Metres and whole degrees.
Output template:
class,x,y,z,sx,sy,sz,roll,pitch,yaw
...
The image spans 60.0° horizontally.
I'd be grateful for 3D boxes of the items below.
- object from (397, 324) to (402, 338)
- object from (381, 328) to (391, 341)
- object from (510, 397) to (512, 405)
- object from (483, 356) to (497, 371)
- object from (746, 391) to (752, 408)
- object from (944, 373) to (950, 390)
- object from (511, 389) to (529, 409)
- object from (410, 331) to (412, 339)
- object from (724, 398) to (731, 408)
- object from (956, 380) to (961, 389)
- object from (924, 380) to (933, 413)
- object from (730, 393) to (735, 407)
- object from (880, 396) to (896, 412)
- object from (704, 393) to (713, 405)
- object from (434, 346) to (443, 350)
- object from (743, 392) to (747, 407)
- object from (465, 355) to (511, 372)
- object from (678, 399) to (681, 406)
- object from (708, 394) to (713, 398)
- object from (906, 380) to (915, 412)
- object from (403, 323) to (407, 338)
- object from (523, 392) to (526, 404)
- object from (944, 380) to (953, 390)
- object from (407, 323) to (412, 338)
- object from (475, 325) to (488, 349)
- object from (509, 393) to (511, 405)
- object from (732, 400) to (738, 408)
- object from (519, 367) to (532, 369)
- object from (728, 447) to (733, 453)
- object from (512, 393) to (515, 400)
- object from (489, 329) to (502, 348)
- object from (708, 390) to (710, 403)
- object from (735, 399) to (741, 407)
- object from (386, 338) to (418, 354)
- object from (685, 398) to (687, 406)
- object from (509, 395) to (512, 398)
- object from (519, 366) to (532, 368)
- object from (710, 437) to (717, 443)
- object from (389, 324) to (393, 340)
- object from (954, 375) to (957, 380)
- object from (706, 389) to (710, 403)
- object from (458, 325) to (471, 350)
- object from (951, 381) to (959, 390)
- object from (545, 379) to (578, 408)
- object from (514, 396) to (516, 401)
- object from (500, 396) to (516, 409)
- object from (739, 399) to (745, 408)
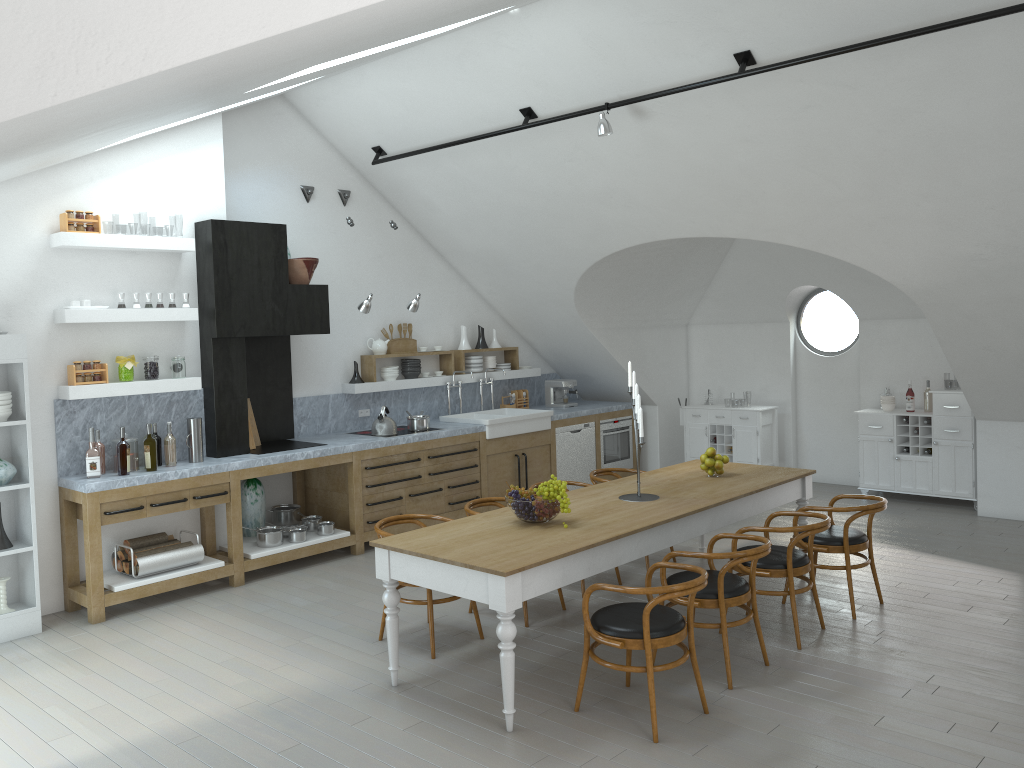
class,x,y,z,sx,sy,sz,roll,pitch,yaw
object,-1.144,-0.475,9.141,0.040,0.299,0.061,0,3,41
object,-1.248,-0.447,9.026,0.199,0.258,0.016,-4,3,-37
object,-0.005,0.215,10.189,0.019,0.178,0.044,-2,2,8
object,-0.248,-0.234,9.999,0.158,0.160,0.154,-3,3,-19
object,2.738,0.179,10.251,0.063,0.187,0.063,-1,3,28
object,4.359,-0.025,8.880,0.048,0.169,0.048,-2,2,-14
object,0.094,0.180,10.367,0.104,0.222,0.200,0,4,43
object,-1.053,-0.484,9.240,0.030,0.294,0.057,0,3,43
object,2.508,0.223,10.318,0.082,0.105,0.082,-4,3,-34
object,4.487,0.006,8.879,0.071,0.098,0.071,-4,3,-39
object,4.244,0.128,9.035,0.085,0.330,0.085,-2,2,2
object,2.579,0.186,10.355,0.048,0.169,0.048,-1,3,31
object,3.943,0.207,9.295,0.158,0.160,0.154,-3,3,-19
object,2.384,0.186,10.753,0.101,0.137,0.067,1,3,43
object,-0.789,-0.379,9.486,0.098,0.048,0.098,1,4,40
object,2.718,0.180,10.311,0.054,0.179,0.054,-1,2,20
object,-0.266,-0.232,10.015,0.198,0.196,0.657,1,4,42
object,2.055,0.300,10.734,0.088,0.268,0.029,-1,2,16
object,2.389,0.166,10.757,0.029,0.136,0.097,-4,3,-44
object,4.116,0.125,9.163,0.081,0.329,0.081,0,3,39
object,-1.107,-0.477,9.152,0.019,0.299,0.057,0,3,43
object,0.146,0.186,10.366,0.040,0.192,0.042,-2,2,3
object,4.336,0.013,8.803,0.082,0.105,0.082,-2,3,-9
object,-1.065,-0.481,9.201,0.039,0.297,0.068,0,3,43
object,-0.344,-0.530,9.954,0.156,0.268,0.156,-4,3,-43
object,-0.016,0.205,10.205,0.019,0.196,0.022,-1,2,31
object,2.590,0.232,10.292,0.077,0.085,0.077,0,3,31
object,0.134,-0.184,10.461,0.213,0.025,0.213,0,4,30
object,2.598,0.760,10.315,0.082,0.083,0.317,1,4,43
object,0.020,0.201,10.199,0.040,0.192,0.042,-2,2,-10
object,-0.197,-0.521,10.126,0.156,0.218,0.156,-1,3,24
object,2.392,0.154,10.730,0.024,0.164,0.039,-3,3,-34
object,2.656,0.222,10.356,0.094,0.093,0.093,0,3,31
object,-1.135,-0.396,9.136,0.084,0.157,0.354,0,4,43
object,2.095,0.301,10.696,0.029,0.268,0.088,-3,2,-20
object,-0.015,0.200,10.232,0.040,0.192,0.042,-2,2,-9
object,0.134,-0.193,10.461,0.213,0.025,0.213,0,4,30
object,2.423,0.656,10.420,0.082,0.085,0.317,1,5,44
object,-1.226,-0.467,9.054,0.027,0.299,0.055,0,3,43
object,4.488,-0.039,8.948,0.054,0.179,0.054,0,3,37
object,2.379,0.150,10.762,0.039,0.175,0.054,0,3,43
object,-0.525,-0.512,9.764,0.156,0.268,0.156,0,3,32
object,4.413,0.018,8.842,0.077,0.085,0.077,-4,4,-39
object,0.636,0.112,10.485,0.386,0.320,0.325,1,4,43
object,0.024,0.213,10.214,0.044,0.178,0.019,-1,2,28
object,-0.049,0.222,10.198,0.100,0.171,0.173,1,4,45
object,2.669,0.225,10.265,0.071,0.098,0.071,-3,3,-24
